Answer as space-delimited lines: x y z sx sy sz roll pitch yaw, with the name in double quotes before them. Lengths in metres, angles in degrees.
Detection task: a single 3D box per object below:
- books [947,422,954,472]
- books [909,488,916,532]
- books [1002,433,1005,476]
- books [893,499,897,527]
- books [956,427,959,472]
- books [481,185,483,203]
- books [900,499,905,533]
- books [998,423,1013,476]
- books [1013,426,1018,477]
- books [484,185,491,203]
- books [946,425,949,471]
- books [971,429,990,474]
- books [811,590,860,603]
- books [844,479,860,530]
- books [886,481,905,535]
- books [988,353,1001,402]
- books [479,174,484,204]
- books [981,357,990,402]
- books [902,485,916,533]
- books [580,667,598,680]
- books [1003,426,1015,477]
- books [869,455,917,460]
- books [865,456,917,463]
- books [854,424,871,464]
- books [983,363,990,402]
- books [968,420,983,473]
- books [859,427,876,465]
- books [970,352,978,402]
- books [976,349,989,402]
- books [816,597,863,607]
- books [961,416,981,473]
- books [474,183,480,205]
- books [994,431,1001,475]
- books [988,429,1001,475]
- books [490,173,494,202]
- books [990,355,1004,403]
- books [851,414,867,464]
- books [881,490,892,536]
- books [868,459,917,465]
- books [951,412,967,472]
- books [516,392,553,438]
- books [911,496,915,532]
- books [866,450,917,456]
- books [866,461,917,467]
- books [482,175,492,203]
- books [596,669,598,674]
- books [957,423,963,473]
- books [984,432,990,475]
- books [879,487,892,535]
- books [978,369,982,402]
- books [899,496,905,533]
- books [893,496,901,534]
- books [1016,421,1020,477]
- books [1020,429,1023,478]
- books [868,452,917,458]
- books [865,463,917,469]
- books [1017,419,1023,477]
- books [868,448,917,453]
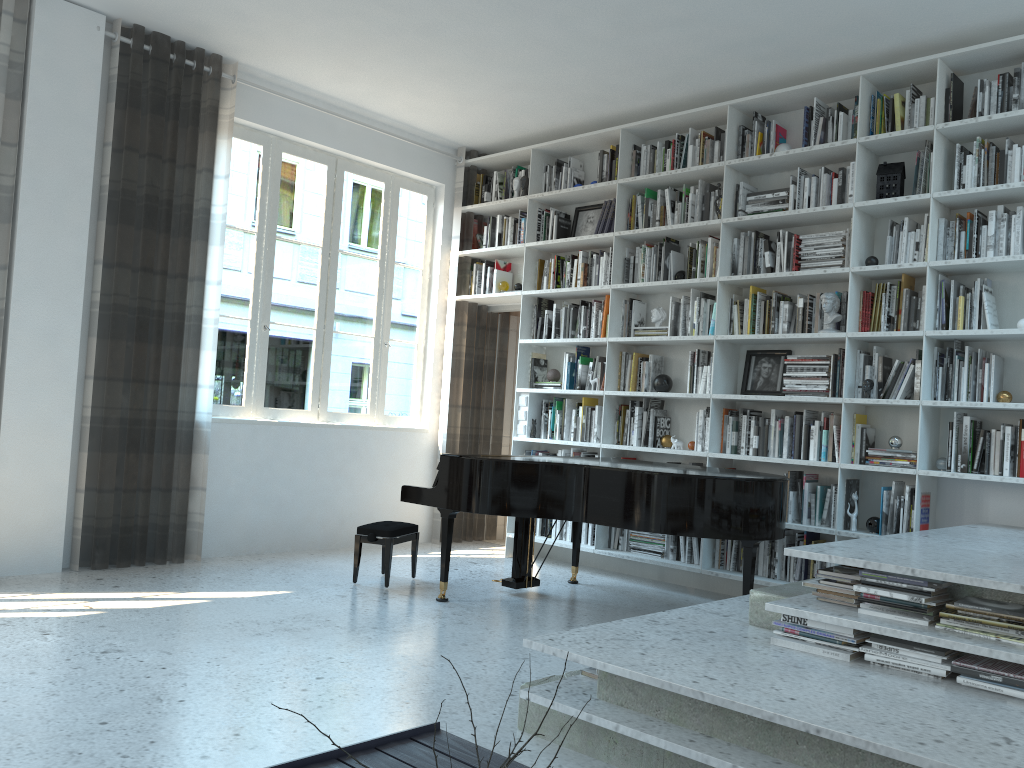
"books" 2.361 0.336 4.718 0.023 0.262 0.186 2 -3 44
"books" 2.177 0.697 4.777 0.015 0.270 0.157 2 -2 44
"books" 2.557 0.363 4.564 0.012 0.221 0.153 2 -3 44
"books" 2.111 0.729 4.831 0.013 0.202 0.139 2 -3 44
"books" 2.399 0.350 4.717 0.015 0.240 0.152 2 -2 44
"books" -0.190 -1.527 7.318 0.024 0.194 0.167 2 -3 44
"books" 2.130 0.723 4.779 0.011 0.212 0.178 2 -3 44
"books" 2.545 0.340 4.570 0.014 0.268 0.171 2 -2 44
"books" 2.598 0.346 4.550 0.016 0.260 0.098 2 -2 44
"books" -0.156 -1.523 7.280 0.028 0.186 0.182 2 -3 44
"books" 2.361 0.342 4.744 0.012 0.254 0.161 2 -2 44
"books" 2.466 0.356 4.638 0.065 0.231 0.162 2 -3 44
"books" 1.179 0.740 3.119 0.212 0.014 0.161 6 -3 -42
"books" 1.935 0.685 5.050 0.012 0.285 0.159 2 -2 44
"books" 2.099 0.680 4.849 0.032 0.300 0.149 2 -2 44
"books" 2.518 -0.023 4.629 0.014 0.261 0.142 2 -2 44
"books" -0.202 -1.573 7.330 0.014 0.286 0.175 2 -2 44
"books" 2.496 -0.013 4.647 0.015 0.238 0.176 2 -3 44
"books" 2.149 0.688 4.774 0.021 0.285 0.172 2 -2 44
"books" 0.378 0.987 3.023 0.230 0.017 0.184 6 -3 -44
"books" 2.561 0.347 4.540 0.025 0.252 0.181 2 -3 44
"books" 2.127 0.405 4.889 0.161 0.012 0.254 6 -3 -41
"books" 2.123 0.417 4.886 0.159 0.012 0.285 6 -3 -43
"books" 2.010 0.346 5.088 0.027 0.229 0.141 2 -2 44
"books" 2.503 0.003 4.634 0.014 0.207 0.180 2 -3 44
"books" 2.436 0.332 4.660 0.010 0.277 0.174 2 -2 44
"books" 2.032 0.356 5.069 0.030 0.210 0.136 2 -2 44
"books" 2.455 -0.028 4.678 0.012 0.267 0.183 2 -2 44
"books" 2.481 -0.036 4.676 0.006 0.285 0.159 2 -2 44
"books" 1.189 0.752 3.108 0.144 0.009 0.250 1 -3 44
"books" 2.416 0.322 4.668 0.030 0.294 0.188 2 -2 44
"books" -0.250 -1.541 7.370 0.014 0.219 0.188 2 -3 44
"books" 2.532 0.359 4.585 0.024 0.228 0.160 2 -3 44
"books" 2.516 0.356 4.606 0.029 0.234 0.142 2 -2 44
"books" -0.110 -1.568 7.253 0.010 0.281 0.160 2 -2 44
"books" 2.528 -0.018 4.620 0.013 0.251 0.173 2 -3 44
"books" 1.998 0.318 5.102 0.012 0.285 0.159 2 -2 44
"books" 2.067 0.705 4.851 0.014 0.245 0.176 2 -3 44
"books" 2.124 0.429 4.887 0.161 0.012 0.254 6 -3 -40
"books" 2.375 0.310 4.708 0.010 0.316 0.187 2 -2 44
"books" 0.176 0.242 6.768 0.106 0.340 0.307 2 -3 44
"books" 2.176 0.715 4.756 0.013 0.233 0.149 2 -2 44
"books" 2.127 0.381 4.889 0.159 0.012 0.285 6 -3 -42
"books" 2.125 0.442 4.889 0.159 0.012 0.285 6 -3 -41
"books" -0.173 -1.565 7.298 0.025 0.269 0.177 2 -2 44
"books" 0.400 0.972 3.003 0.132 0.014 0.205 1 -3 44
"books" 2.396 0.340 4.686 0.023 0.256 0.178 2 -3 44
"books" 2.494 0.363 4.612 0.011 0.217 0.175 2 -3 44
"books" 2.058 0.696 4.872 0.005 0.264 0.162 2 -2 44
"books" 2.484 0.017 4.667 0.013 0.179 0.140 2 -3 44
"books" 2.134 0.717 4.799 0.012 0.225 0.149 2 -2 44
"books" 2.109 0.716 4.800 0.026 0.224 0.175 2 -3 44
"books" 2.606 0.333 4.524 0.012 0.285 0.159 2 -2 44
"books" 2.616 0.353 4.487 0.031 0.244 0.184 2 -3 44
"books" 2.120 0.392 4.883 0.254 0.012 0.161 1 -3 44
"books" 2.120 0.453 4.885 0.159 0.012 0.285 6 -3 -43
"books" 2.600 0.328 4.500 0.012 0.293 0.175 2 -2 44
"books" 2.123 0.368 4.885 0.161 0.012 0.254 6 -3 -37
